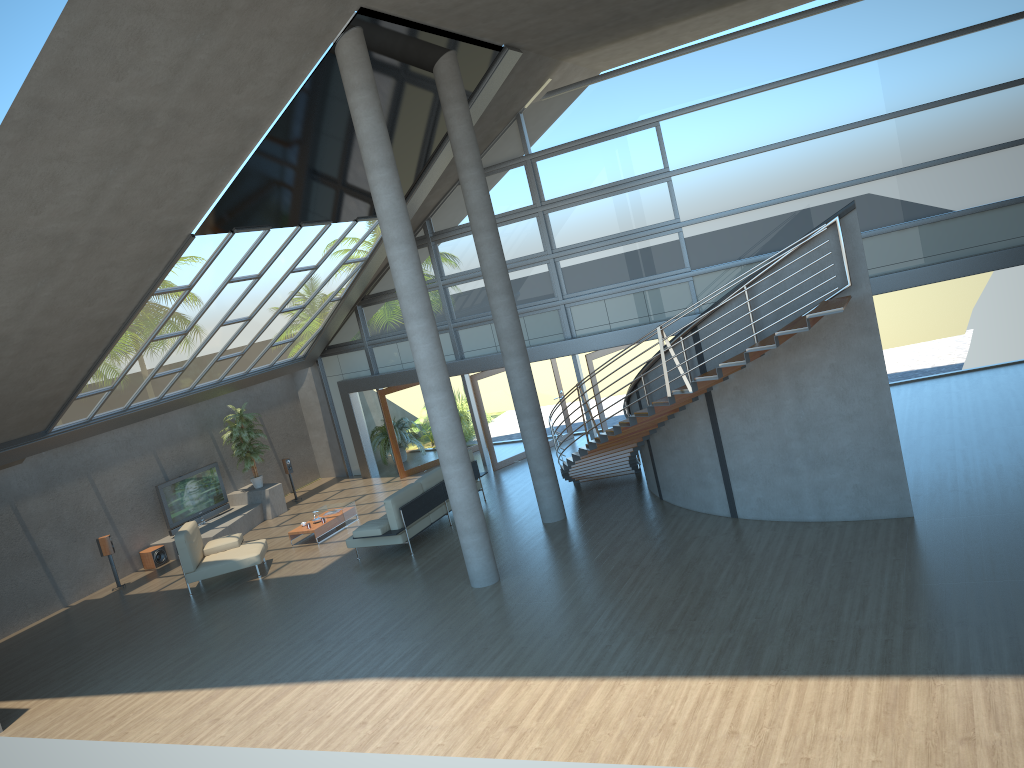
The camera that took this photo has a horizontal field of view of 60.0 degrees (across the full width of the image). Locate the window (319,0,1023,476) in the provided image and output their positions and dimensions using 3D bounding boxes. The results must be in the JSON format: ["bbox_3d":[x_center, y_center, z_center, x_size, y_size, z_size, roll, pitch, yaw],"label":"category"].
[{"bbox_3d":[2.581,-2.249,16.437,16.616,6.630,1.098,-10,8,25],"label":"window"}]

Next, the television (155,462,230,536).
[{"bbox_3d":[-6.270,2.274,17.526,0.396,1.063,1.568,-10,8,27],"label":"television"}]

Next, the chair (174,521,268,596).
[{"bbox_3d":[-4.700,2.671,14.491,1.244,1.023,1.217,-14,7,-7],"label":"chair"}]

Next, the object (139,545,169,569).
[{"bbox_3d":[-6.718,3.242,16.583,0.425,0.323,0.362,-10,8,27],"label":"object"}]

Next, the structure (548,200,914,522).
[{"bbox_3d":[1.985,0.024,11.883,2.349,3.653,6.809,-17,8,-24],"label":"structure"}]

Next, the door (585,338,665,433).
[{"bbox_3d":[2.378,0.127,17.065,2.298,1.977,0.200,-20,9,-41],"label":"door"}]

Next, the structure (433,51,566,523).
[{"bbox_3d":[-0.192,-1.399,12.991,0.381,7.125,0.382,-16,7,-19],"label":"structure"}]

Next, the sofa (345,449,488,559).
[{"bbox_3d":[-1.568,1.945,14.648,1.166,0.947,3.079,-10,8,27],"label":"sofa"}]

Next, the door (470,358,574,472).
[{"bbox_3d":[0.250,0.492,18.234,2.298,1.977,0.200,-19,9,-39],"label":"door"}]

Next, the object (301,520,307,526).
[{"bbox_3d":[-3.708,2.484,15.780,0.102,0.086,0.100,-9,8,31],"label":"object"}]

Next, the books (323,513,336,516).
[{"bbox_3d":[-3.319,2.369,16.269,0.275,0.005,0.189,-13,7,8],"label":"books"}]

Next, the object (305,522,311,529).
[{"bbox_3d":[-3.562,2.476,15.508,0.085,0.101,0.070,-10,8,26],"label":"object"}]

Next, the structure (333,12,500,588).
[{"bbox_3d":[-1.171,-0.901,10.941,0.381,7.125,0.382,-10,8,27],"label":"structure"}]

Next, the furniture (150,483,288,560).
[{"bbox_3d":[-5.579,2.671,17.816,1.577,0.610,2.936,-10,8,27],"label":"furniture"}]

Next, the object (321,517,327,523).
[{"bbox_3d":[-3.326,2.400,15.659,0.085,0.101,0.070,-18,9,-34],"label":"object"}]

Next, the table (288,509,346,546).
[{"bbox_3d":[-3.393,2.556,15.981,0.600,0.250,1.200,-10,8,27],"label":"table"}]

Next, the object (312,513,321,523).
[{"bbox_3d":[-3.484,2.388,15.805,0.178,0.161,0.178,-16,8,-21],"label":"object"}]

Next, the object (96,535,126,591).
[{"bbox_3d":[-7.008,3.125,15.497,0.234,0.959,0.171,-15,7,-7],"label":"object"}]

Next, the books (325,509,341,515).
[{"bbox_3d":[-3.283,2.352,16.306,0.275,0.005,0.189,-12,7,10],"label":"books"}]

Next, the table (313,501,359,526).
[{"bbox_3d":[-3.237,2.418,16.327,0.680,0.342,0.400,-10,8,27],"label":"table"}]

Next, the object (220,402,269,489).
[{"bbox_3d":[-5.549,1.286,18.563,0.932,1.857,0.895,-15,7,-14],"label":"object"}]

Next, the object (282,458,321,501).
[{"bbox_3d":[-7.301,2.882,18.044,7.863,0.982,21.345,-9,8,30],"label":"object"}]

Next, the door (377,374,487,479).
[{"bbox_3d":[-1.715,0.793,19.587,2.298,1.977,0.200,-18,8,-33],"label":"door"}]
